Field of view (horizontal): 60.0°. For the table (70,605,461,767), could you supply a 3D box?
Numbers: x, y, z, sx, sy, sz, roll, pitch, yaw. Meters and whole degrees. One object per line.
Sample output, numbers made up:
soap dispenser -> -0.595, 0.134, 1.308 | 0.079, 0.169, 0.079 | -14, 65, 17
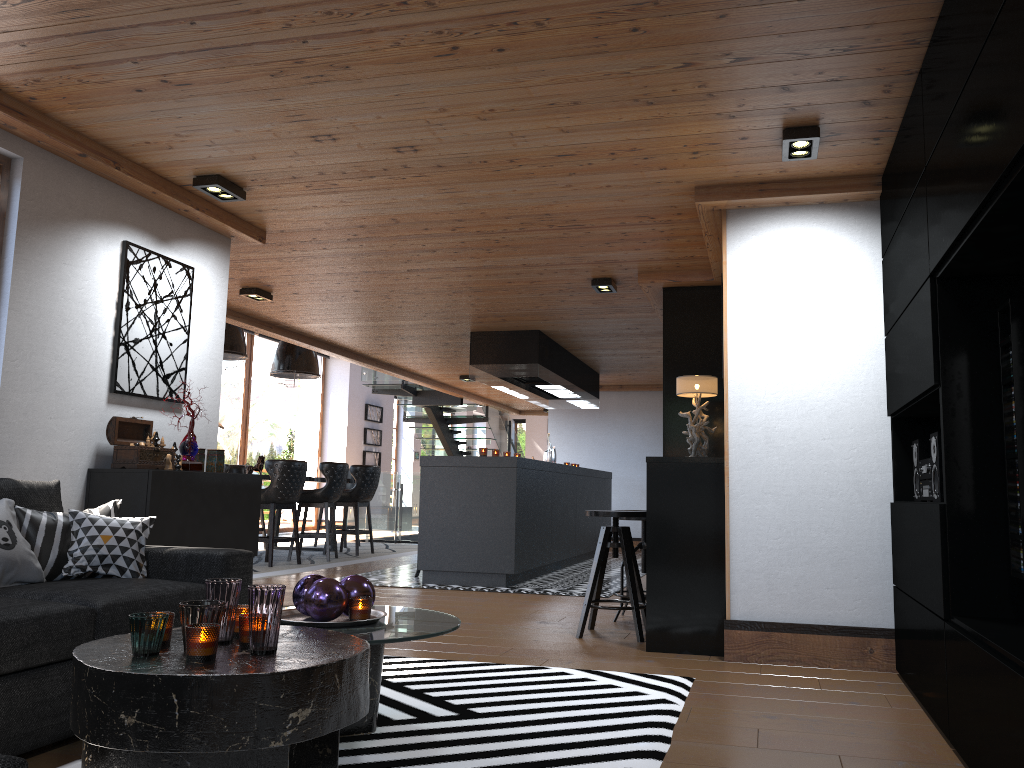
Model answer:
table -> -0.717, 0.922, 2.699 | 0.890, 0.372, 1.531 | -1, -7, 16

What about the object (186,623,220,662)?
object -> -0.750, 0.626, 2.146 | 0.078, 0.081, 0.080 | -3, -9, 30

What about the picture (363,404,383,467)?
picture -> -2.923, 1.106, 18.648 | 0.059, 1.314, 0.777 | -1, -8, 16

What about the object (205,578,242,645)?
object -> -0.780, 0.611, 2.381 | 0.095, 0.168, 0.094 | 3, -8, -13

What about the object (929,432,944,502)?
object -> 1.754, 0.321, 3.392 | 0.263, 0.267, 0.157 | -1, -8, 15

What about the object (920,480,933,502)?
object -> 1.818, 0.437, 3.597 | 0.257, 0.088, 0.286 | -1, -7, 15

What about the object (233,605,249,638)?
object -> -0.760, 0.669, 2.502 | 0.078, 0.081, 0.080 | -3, -9, 30

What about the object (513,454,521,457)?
object -> 0.051, 0.738, 8.867 | 0.080, 0.081, 0.078 | 5, -8, -29

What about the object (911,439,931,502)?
object -> 1.881, 0.377, 3.829 | 0.263, 0.267, 0.157 | -1, -8, 15

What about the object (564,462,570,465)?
object -> 0.683, 1.020, 11.051 | 0.080, 0.081, 0.078 | 4, -8, -19

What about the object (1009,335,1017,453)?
object -> 1.625, 0.025, 2.729 | 0.124, 0.380, 0.126 | -1, -8, 15

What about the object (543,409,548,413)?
object -> 0.699, 0.503, 16.826 | 0.154, 0.068, 0.262 | -1, -7, 16

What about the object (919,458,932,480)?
object -> 1.814, 0.351, 3.610 | 0.268, 0.088, 0.286 | -1, -7, 15

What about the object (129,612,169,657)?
object -> -0.901, 0.620, 2.191 | 0.093, 0.099, 0.091 | 7, -9, -37

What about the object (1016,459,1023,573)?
object -> 1.616, 0.401, 2.678 | 0.124, 0.379, 0.126 | -1, -8, 15

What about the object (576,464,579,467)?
object -> 0.842, 1.090, 11.600 | 0.080, 0.081, 0.078 | 4, -8, -19

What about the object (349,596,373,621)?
object -> -0.508, 0.756, 2.965 | 0.078, 0.081, 0.080 | -3, -9, 30

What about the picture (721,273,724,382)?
picture -> 1.299, -0.269, 5.369 | 0.010, 0.595, 0.930 | -1, -8, 16

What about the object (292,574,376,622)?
object -> -0.616, 0.727, 3.014 | 0.284, 0.143, 0.263 | 1, -7, -1

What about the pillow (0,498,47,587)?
pillow -> -1.909, 0.545, 3.021 | 0.282, 0.329, 0.728 | 1, -7, 6

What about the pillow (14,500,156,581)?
pillow -> -1.703, 0.632, 3.508 | 0.540, 0.346, 0.297 | 4, -8, -24

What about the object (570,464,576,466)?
object -> 0.789, 1.067, 11.418 | 0.080, 0.081, 0.078 | 4, -8, -19

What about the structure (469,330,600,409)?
structure -> 0.368, -0.102, 10.287 | 0.706, 0.477, 3.264 | -1, -7, 16

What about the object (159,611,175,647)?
object -> -0.931, 0.645, 2.329 | 0.078, 0.081, 0.080 | -3, -9, 30

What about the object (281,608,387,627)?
object -> -0.625, 0.794, 3.020 | 0.390, 0.022, 0.398 | -4, -8, 34

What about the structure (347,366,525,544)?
structure -> -3.208, 2.297, 15.849 | 9.154, 6.410, 11.073 | -1, -7, 16

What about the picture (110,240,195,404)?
picture -> -1.902, -0.309, 4.725 | 0.020, 0.783, 0.565 | -1, -8, 16

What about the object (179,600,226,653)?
object -> -0.793, 0.619, 2.261 | 0.114, 0.122, 0.113 | 2, -8, -8

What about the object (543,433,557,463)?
object -> 0.483, 0.854, 11.256 | 0.225, 0.453, 0.226 | -1, -8, 15

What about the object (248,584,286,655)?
object -> -0.628, 0.599, 2.255 | 0.095, 0.168, 0.094 | 3, -8, -13

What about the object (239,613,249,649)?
object -> -0.681, 0.651, 2.337 | 0.078, 0.081, 0.080 | -3, -9, 30

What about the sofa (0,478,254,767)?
sofa -> -1.486, 0.635, 2.204 | 2.075, 0.820, 3.102 | -1, -7, 16

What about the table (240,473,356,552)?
table -> -2.898, 1.546, 10.277 | 1.420, 0.951, 3.813 | -1, -7, 16
